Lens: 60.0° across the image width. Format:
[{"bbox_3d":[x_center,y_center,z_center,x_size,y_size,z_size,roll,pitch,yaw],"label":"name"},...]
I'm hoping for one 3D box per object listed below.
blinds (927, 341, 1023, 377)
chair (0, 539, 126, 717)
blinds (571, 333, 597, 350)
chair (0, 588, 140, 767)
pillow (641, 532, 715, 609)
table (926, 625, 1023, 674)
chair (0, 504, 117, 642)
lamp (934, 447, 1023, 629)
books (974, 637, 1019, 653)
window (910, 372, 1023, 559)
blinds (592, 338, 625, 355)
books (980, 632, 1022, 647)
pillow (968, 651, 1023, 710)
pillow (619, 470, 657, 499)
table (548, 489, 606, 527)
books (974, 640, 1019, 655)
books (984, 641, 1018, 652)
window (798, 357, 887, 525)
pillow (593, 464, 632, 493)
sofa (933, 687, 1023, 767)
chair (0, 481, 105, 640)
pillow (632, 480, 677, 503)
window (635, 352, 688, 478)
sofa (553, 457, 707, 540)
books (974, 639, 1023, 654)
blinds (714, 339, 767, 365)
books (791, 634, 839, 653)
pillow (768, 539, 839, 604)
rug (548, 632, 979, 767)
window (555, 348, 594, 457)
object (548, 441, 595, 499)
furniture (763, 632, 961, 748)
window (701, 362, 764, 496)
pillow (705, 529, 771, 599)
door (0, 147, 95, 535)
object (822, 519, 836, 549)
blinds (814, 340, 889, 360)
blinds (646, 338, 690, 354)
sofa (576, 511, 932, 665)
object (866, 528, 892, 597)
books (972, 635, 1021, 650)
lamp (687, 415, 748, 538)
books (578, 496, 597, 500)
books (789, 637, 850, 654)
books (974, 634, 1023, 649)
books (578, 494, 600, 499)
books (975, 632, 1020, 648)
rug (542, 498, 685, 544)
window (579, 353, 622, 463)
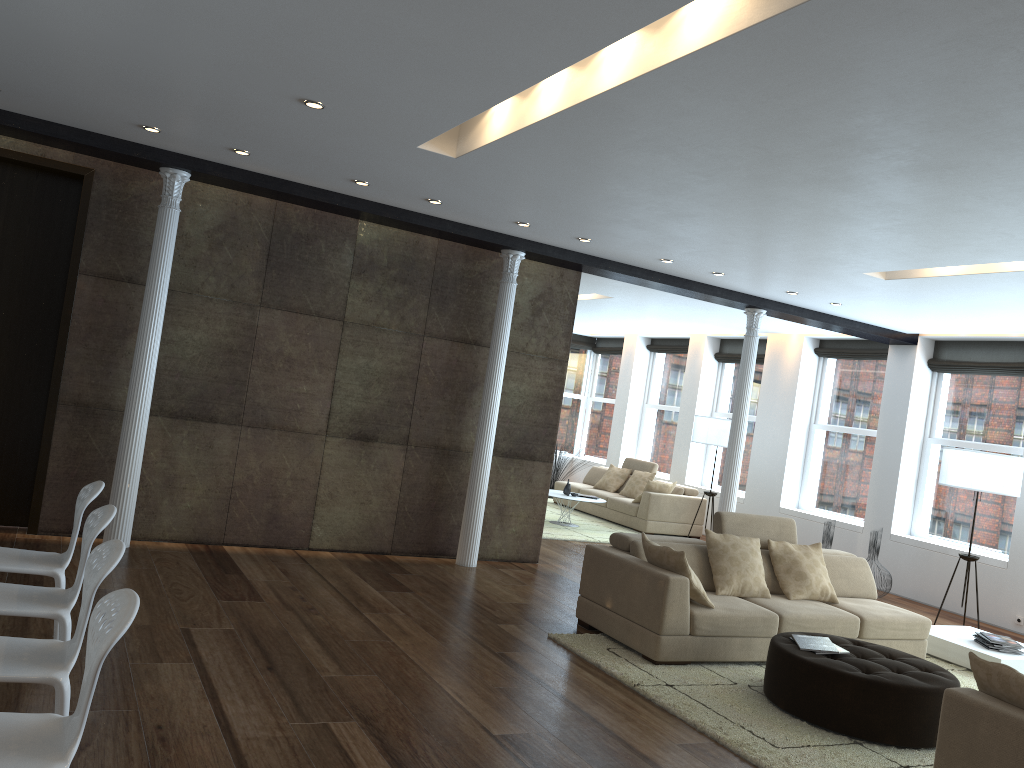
[{"bbox_3d":[5.283,-0.298,9.842,0.183,0.395,1.431,9,-1,-27],"label":"blinds"},{"bbox_3d":[-1.678,0.934,2.984,0.581,0.835,0.495,9,-1,-27],"label":"chair"},{"bbox_3d":[0.985,-0.847,16.811,1.442,0.312,0.155,9,-1,-27],"label":"blinds"},{"bbox_3d":[-1.366,0.968,2.357,0.581,0.835,0.495,9,-1,-27],"label":"chair"},{"bbox_3d":[1.098,1.249,5.960,0.395,0.393,0.518,9,-1,-24],"label":"pillow"},{"bbox_3d":[3.805,2.166,7.173,0.900,0.170,0.900,9,-1,-27],"label":"table"},{"bbox_3d":[-2.004,0.898,3.645,0.581,0.835,0.495,9,-1,-27],"label":"chair"},{"bbox_3d":[4.382,1.508,8.465,0.698,1.728,0.698,9,-1,-3],"label":"lamp"},{"bbox_3d":[3.815,2.053,6.988,0.220,0.010,0.300,8,-1,8],"label":"books"},{"bbox_3d":[5.200,0.716,9.856,0.123,2.400,1.432,9,-1,-27],"label":"window"},{"bbox_3d":[1.920,-0.704,16.520,0.156,0.327,1.377,9,-1,-27],"label":"blinds"},{"bbox_3d":[3.847,2.009,6.985,0.220,0.010,0.300,8,-1,13],"label":"books"},{"bbox_3d":[2.227,1.374,3.735,0.395,0.393,0.518,9,-1,-30],"label":"pillow"},{"bbox_3d":[1.868,1.490,13.201,0.301,0.439,0.534,9,-1,-31],"label":"pillow"},{"bbox_3d":[0.727,1.684,11.868,1.022,0.393,1.022,8,-1,17],"label":"table"},{"bbox_3d":[3.812,2.072,6.987,0.220,0.010,0.300,8,-1,8],"label":"books"},{"bbox_3d":[3.841,2.047,6.984,0.220,0.010,0.300,8,-1,23],"label":"books"},{"bbox_3d":[4.382,0.625,11.470,0.123,2.400,1.391,9,-1,-27],"label":"window"},{"bbox_3d":[1.573,1.468,13.751,0.368,0.416,0.519,9,-1,-32],"label":"pillow"},{"bbox_3d":[3.204,1.636,3.993,2.581,0.950,1.021,9,-1,-27],"label":"sofa"},{"bbox_3d":[-2.335,0.860,4.256,0.581,0.835,0.495,9,-1,-27],"label":"chair"},{"bbox_3d":[1.999,1.516,12.415,0.518,0.393,0.395,9,-1,-30],"label":"pillow"},{"bbox_3d":[2.637,0.431,14.911,0.123,2.400,1.444,9,-1,-27],"label":"window"},{"bbox_3d":[1.724,1.604,13.419,1.018,0.950,2.581,9,-1,-27],"label":"sofa"},{"bbox_3d":[3.838,2.066,6.984,0.220,0.010,0.300,9,-1,-7],"label":"books"},{"bbox_3d":[3.544,-0.491,13.305,0.156,0.393,1.342,9,-1,-27],"label":"blinds"},{"bbox_3d":[1.800,1.544,5.278,0.220,0.040,0.301,8,-1,8],"label":"books"},{"bbox_3d":[2.217,1.423,6.790,0.519,0.416,0.368,9,-1,-22],"label":"pillow"},{"bbox_3d":[2.776,2.075,5.634,4.231,0.020,2.972,9,-1,-27],"label":"rug"},{"bbox_3d":[0.802,0.194,16.874,1.474,2.400,0.123,9,-1,-27],"label":"window"},{"bbox_3d":[0.726,1.433,14.938,1.119,1.014,1.125,10,-2,-41],"label":"object"},{"bbox_3d":[2.039,1.766,5.216,1.057,0.355,1.057,9,-1,-25],"label":"furniture"},{"bbox_3d":[3.448,0.521,13.312,0.123,2.400,1.345,9,-1,-27],"label":"window"},{"bbox_3d":[1.663,1.324,6.518,0.534,0.439,0.301,9,-1,-23],"label":"pillow"},{"bbox_3d":[-3.936,-0.329,6.732,1.000,2.814,0.510,9,-1,-27],"label":"door"},{"bbox_3d":[3.582,1.903,10.119,0.458,0.781,0.458,9,-1,-28],"label":"object"},{"bbox_3d":[4.487,-0.446,11.464,0.156,0.275,1.396,9,-1,-27],"label":"blinds"},{"bbox_3d":[2.744,-0.639,14.902,0.156,0.275,1.442,9,-1,-27],"label":"blinds"},{"bbox_3d":[1.873,1.488,6.618,2.581,0.950,1.021,9,-1,-27],"label":"sofa"},{"bbox_3d":[3.984,1.957,9.802,0.458,0.781,0.458,9,-1,-28],"label":"object"},{"bbox_3d":[3.818,2.034,6.988,0.220,0.010,0.300,9,-1,-2],"label":"books"},{"bbox_3d":[2.671,1.317,11.840,0.698,1.728,0.698,9,-1,-3],"label":"lamp"},{"bbox_3d":[1.005,1.525,11.984,0.300,0.010,0.220,8,-1,8],"label":"books"},{"bbox_3d":[1.825,1.555,5.274,0.219,0.031,0.300,9,-1,-12],"label":"books"},{"bbox_3d":[3.844,2.028,6.985,0.220,0.010,0.300,9,-1,-12],"label":"books"},{"bbox_3d":[1.010,1.517,12.010,0.300,0.010,0.220,9,-1,-12],"label":"books"},{"bbox_3d":[3.821,2.015,6.989,0.220,0.010,0.300,8,-1,8],"label":"books"},{"bbox_3d":[0.532,1.883,12.852,2.972,0.020,4.231,9,-1,-27],"label":"rug"},{"bbox_3d":[4.367,1.507,24.797,34.761,17.917,13.698,9,-1,-27],"label":"window"}]
